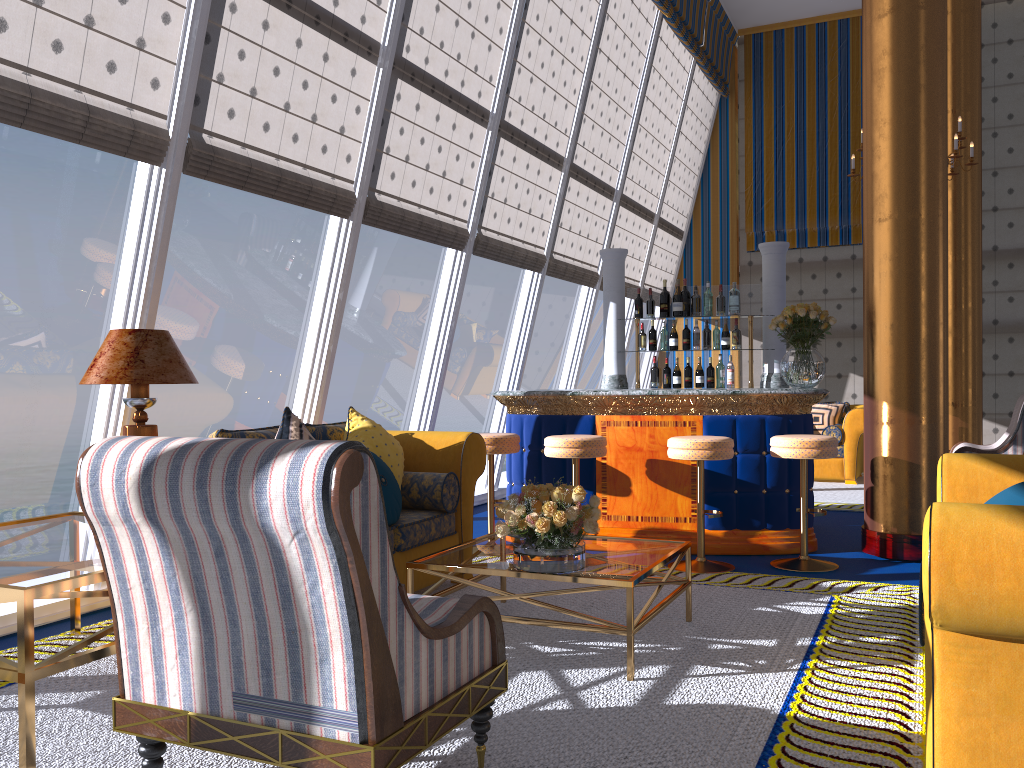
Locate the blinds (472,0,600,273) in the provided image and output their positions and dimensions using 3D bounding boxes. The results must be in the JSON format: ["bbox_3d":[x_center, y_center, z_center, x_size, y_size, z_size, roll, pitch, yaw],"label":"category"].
[{"bbox_3d":[0.354,-2.734,7.517,0.867,3.394,1.376,0,1,25],"label":"blinds"}]

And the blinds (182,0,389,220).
[{"bbox_3d":[-0.938,-2.726,4.750,0.867,3.394,1.376,0,1,25],"label":"blinds"}]

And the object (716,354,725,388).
[{"bbox_3d":[1.628,-0.100,6.929,0.069,0.269,0.068,-1,1,-15],"label":"object"}]

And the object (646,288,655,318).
[{"bbox_3d":[1.110,-0.646,7.109,0.073,0.246,0.072,-1,1,-16],"label":"object"}]

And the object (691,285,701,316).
[{"bbox_3d":[1.436,-0.646,6.927,0.076,0.248,0.076,-1,1,-12],"label":"object"}]

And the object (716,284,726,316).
[{"bbox_3d":[1.620,-0.651,6.879,0.073,0.246,0.072,-1,1,-16],"label":"object"}]

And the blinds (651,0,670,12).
[{"bbox_3d":[1.280,-4.269,8.554,0.336,0.830,1.536,0,0,25],"label":"blinds"}]

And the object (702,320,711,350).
[{"bbox_3d":[1.518,-0.382,6.912,0.071,0.232,0.071,0,1,3],"label":"object"}]

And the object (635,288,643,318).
[{"bbox_3d":[1.016,-0.645,7.103,0.065,0.244,0.066,0,1,28],"label":"object"}]

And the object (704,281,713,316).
[{"bbox_3d":[1.522,-0.661,6.881,0.068,0.271,0.070,0,1,35],"label":"object"}]

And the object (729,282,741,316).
[{"bbox_3d":[1.725,-0.661,6.876,0.091,0.259,0.092,0,0,8],"label":"object"}]

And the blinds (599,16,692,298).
[{"bbox_3d":[1.639,-2.742,10.271,0.867,3.394,1.376,0,1,25],"label":"blinds"}]

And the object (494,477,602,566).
[{"bbox_3d":[0.157,0.582,3.787,0.454,0.388,0.505,0,0,6],"label":"object"}]

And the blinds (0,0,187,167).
[{"bbox_3d":[-1.574,-2.722,3.387,0.867,3.394,1.376,0,1,25],"label":"blinds"}]

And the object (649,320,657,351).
[{"bbox_3d":[1.114,-0.385,7.020,0.065,0.244,0.065,0,1,6],"label":"object"}]

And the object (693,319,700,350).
[{"bbox_3d":[1.437,-0.386,6.914,0.057,0.239,0.057,-1,1,-1],"label":"object"}]

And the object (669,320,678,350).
[{"bbox_3d":[1.271,-0.383,6.967,0.068,0.244,0.069,0,1,6],"label":"object"}]

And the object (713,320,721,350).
[{"bbox_3d":[1.592,-0.382,6.903,0.059,0.230,0.058,-1,1,-16],"label":"object"}]

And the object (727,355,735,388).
[{"bbox_3d":[1.702,-0.096,6.906,0.061,0.258,0.062,0,1,25],"label":"object"}]

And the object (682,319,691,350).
[{"bbox_3d":[1.365,-0.388,6.943,0.065,0.244,0.065,0,1,6],"label":"object"}]

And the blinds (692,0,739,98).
[{"bbox_3d":[2.594,-4.277,11.369,0.336,0.830,1.536,0,0,25],"label":"blinds"}]

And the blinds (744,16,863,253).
[{"bbox_3d":[4.342,-3.268,11.390,2.639,2.990,0.153,0,1,24],"label":"blinds"}]

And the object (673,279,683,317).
[{"bbox_3d":[1.303,-0.673,6.958,0.084,0.303,0.085,0,1,19],"label":"object"}]

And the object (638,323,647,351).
[{"bbox_3d":[1.033,-0.374,7.028,0.066,0.225,0.066,-1,1,-6],"label":"object"}]

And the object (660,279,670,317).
[{"bbox_3d":[1.207,-0.673,7.001,0.080,0.303,0.082,0,1,30],"label":"object"}]

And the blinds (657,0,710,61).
[{"bbox_3d":[1.936,-4.273,9.960,0.336,0.830,1.536,0,0,25],"label":"blinds"}]

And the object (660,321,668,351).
[{"bbox_3d":[1.199,-0.379,6.997,0.059,0.230,0.058,-1,1,-16],"label":"object"}]

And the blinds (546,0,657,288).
[{"bbox_3d":[0.981,-2.738,8.861,0.867,3.394,1.376,0,1,25],"label":"blinds"}]

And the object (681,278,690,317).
[{"bbox_3d":[1.358,-0.675,6.961,0.080,0.303,0.082,0,1,41],"label":"object"}]

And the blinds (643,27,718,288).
[{"bbox_3d":[2.272,-2.746,11.627,0.867,3.394,1.376,0,1,25],"label":"blinds"}]

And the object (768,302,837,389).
[{"bbox_3d":[2.405,-7.101,3.691,62.674,33.605,63.868,0,0,31],"label":"object"}]

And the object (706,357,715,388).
[{"bbox_3d":[1.551,-0.089,6.929,0.065,0.244,0.065,0,1,6],"label":"object"}]

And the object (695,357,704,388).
[{"bbox_3d":[1.468,-0.091,6.943,0.068,0.244,0.069,0,1,6],"label":"object"}]

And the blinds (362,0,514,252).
[{"bbox_3d":[-0.299,-2.730,6.119,0.867,3.394,1.376,0,1,25],"label":"blinds"}]
